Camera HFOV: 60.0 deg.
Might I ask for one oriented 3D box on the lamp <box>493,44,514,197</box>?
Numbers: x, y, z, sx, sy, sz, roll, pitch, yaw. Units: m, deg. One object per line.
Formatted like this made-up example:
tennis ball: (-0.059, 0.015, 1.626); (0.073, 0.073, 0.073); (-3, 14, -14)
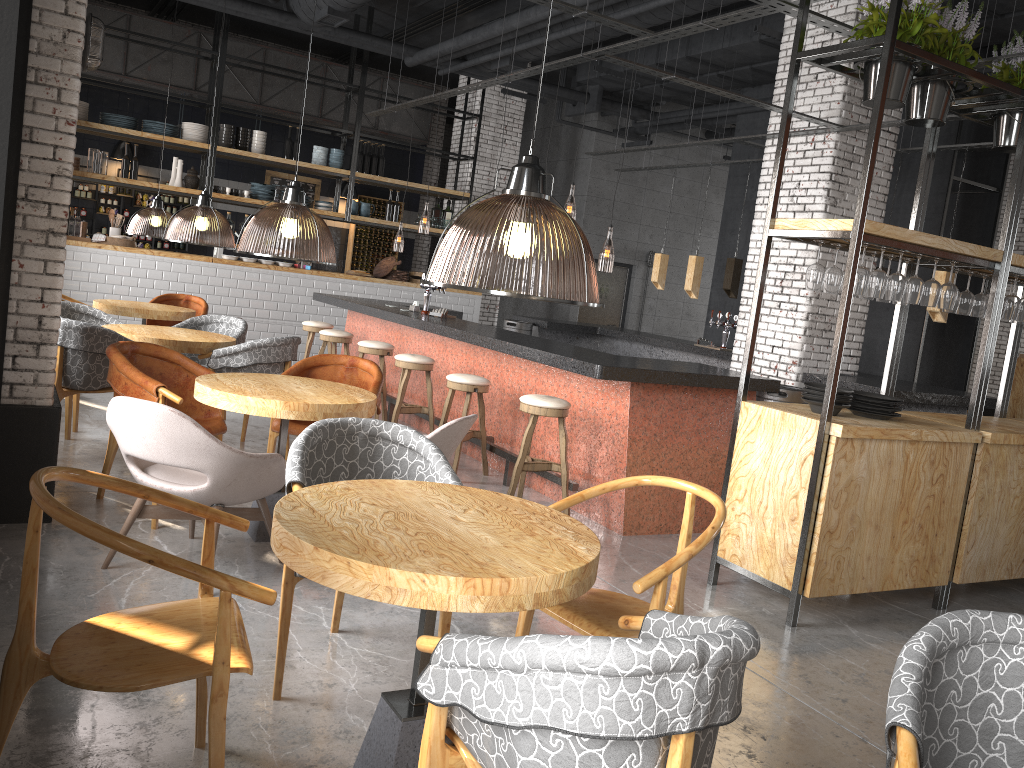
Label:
lamp: (-0.095, -2.028, 7.417); (0.108, 1.596, 0.108); (8, 5, 1)

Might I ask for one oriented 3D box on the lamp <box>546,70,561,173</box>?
lamp: (0.291, -1.771, 6.957); (0.108, 1.458, 0.108); (11, 6, 31)

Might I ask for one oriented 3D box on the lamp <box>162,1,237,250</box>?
lamp: (-2.172, -2.223, 6.513); (0.537, 2.401, 0.537); (9, 6, 11)

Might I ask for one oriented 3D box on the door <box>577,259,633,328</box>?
door: (1.515, -1.126, 15.634); (1.119, 2.099, 0.159); (4, 6, -30)

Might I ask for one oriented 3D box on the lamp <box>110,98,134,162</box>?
lamp: (-5.999, -3.957, 13.781); (0.390, 0.935, 0.391); (5, 6, -28)

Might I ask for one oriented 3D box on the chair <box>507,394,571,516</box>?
chair: (0.211, 0.483, 5.803); (0.439, 0.804, 0.481); (10, 6, 18)

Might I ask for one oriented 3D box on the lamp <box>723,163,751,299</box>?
lamp: (2.575, -1.742, 10.019); (0.127, 1.544, 0.127); (5, 6, -30)

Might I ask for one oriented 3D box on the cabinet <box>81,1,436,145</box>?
cabinet: (-4.109, -4.438, 14.110); (5.859, 1.765, 0.684); (4, 7, -30)

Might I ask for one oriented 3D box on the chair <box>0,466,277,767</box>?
chair: (-1.003, 0.689, 2.289); (0.643, 0.919, 0.614); (5, 6, -24)

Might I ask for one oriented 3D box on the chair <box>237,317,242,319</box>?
chair: (-3.030, -0.274, 8.523); (0.803, 0.849, 0.771); (10, 6, 19)

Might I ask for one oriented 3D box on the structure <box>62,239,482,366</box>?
structure: (-3.391, -0.992, 12.358); (5.796, 1.343, 1.515); (4, 7, -30)

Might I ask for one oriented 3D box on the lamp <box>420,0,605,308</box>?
lamp: (0.161, -1.440, 2.450); (0.537, 2.401, 0.537); (9, 6, 11)

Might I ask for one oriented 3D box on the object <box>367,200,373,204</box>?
object: (-2.546, -3.267, 15.899); (0.079, 0.079, 0.284); (4, 7, -30)

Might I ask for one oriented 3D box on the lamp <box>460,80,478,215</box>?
lamp: (-0.411, -1.973, 8.062); (0.109, 1.596, 0.108); (12, 7, 41)

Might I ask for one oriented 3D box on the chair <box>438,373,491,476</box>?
chair: (-0.406, 0.317, 6.785); (0.440, 0.804, 0.480); (12, 7, 38)

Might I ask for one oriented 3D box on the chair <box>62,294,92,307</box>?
chair: (-4.332, -0.467, 8.421); (0.643, 0.919, 0.614); (5, 6, -24)

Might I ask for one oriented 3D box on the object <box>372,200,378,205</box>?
object: (-2.475, -3.265, 15.964); (0.079, 0.079, 0.284); (4, 7, -30)

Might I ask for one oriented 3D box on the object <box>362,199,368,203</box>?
object: (-2.635, -3.275, 15.865); (0.079, 0.079, 0.284); (4, 7, -30)

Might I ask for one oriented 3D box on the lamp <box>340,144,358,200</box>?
lamp: (-2.846, -3.742, 15.595); (0.390, 0.935, 0.391); (5, 6, -28)

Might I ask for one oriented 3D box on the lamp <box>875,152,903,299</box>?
lamp: (3.546, -1.495, 8.338); (0.127, 1.392, 0.127); (5, 6, -30)

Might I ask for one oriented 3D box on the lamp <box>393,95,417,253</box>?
lamp: (-1.077, -2.153, 9.100); (0.108, 1.596, 0.108); (8, 5, 1)

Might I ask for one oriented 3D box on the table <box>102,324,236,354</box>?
table: (-2.578, 0.021, 6.595); (0.933, 0.808, 0.933); (9, 6, 17)

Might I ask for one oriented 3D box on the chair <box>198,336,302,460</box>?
chair: (-1.893, 0.075, 6.540); (0.644, 0.927, 0.682); (9, 6, 14)

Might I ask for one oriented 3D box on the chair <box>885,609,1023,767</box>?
chair: (1.089, 1.015, 1.867); (0.682, 0.927, 0.644); (10, 6, 19)

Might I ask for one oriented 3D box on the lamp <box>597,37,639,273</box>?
lamp: (0.734, -1.545, 5.946); (0.108, 1.596, 0.108); (8, 5, 1)

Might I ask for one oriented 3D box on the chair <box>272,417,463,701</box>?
chair: (-0.549, 0.628, 3.317); (0.681, 0.927, 0.645); (5, 6, -21)

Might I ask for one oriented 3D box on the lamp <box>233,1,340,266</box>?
lamp: (-1.005, -1.832, 4.482); (0.537, 2.401, 0.537); (9, 6, 11)

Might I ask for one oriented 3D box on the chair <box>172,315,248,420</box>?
chair: (-2.501, -0.100, 7.346); (0.681, 0.927, 0.644); (9, 6, 14)

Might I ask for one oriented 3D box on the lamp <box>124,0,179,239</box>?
lamp: (-3.313, -2.606, 8.501); (0.537, 2.401, 0.537); (9, 6, 11)

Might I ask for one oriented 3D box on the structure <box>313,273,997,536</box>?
structure: (0.909, -0.130, 9.018); (4.307, 1.530, 5.892); (4, 7, -30)

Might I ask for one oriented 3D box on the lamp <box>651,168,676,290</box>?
lamp: (1.934, -1.957, 11.135); (0.127, 1.544, 0.127); (5, 6, -30)

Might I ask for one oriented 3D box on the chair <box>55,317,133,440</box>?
chair: (-2.876, 0.016, 5.902); (0.681, 0.927, 0.644); (9, 6, 14)

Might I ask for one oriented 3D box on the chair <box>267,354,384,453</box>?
chair: (-1.111, 0.299, 5.510); (0.681, 0.927, 0.645); (8, 6, 7)

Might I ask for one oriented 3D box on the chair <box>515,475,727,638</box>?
chair: (0.402, 0.795, 3.011); (0.643, 0.919, 0.614); (3, 7, -38)

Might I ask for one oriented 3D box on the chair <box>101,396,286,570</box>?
chair: (-1.457, 0.455, 4.041); (0.771, 0.849, 0.803); (10, 6, 19)

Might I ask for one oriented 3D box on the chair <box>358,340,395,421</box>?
chair: (-1.346, -0.007, 8.238); (0.439, 0.804, 0.481); (8, 6, 8)

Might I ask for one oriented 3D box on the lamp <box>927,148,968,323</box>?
lamp: (3.857, -1.312, 7.787); (0.127, 1.544, 0.127); (5, 6, -30)

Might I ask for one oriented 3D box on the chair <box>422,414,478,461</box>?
chair: (-0.623, 0.511, 4.528); (0.803, 0.849, 0.771); (10, 6, 19)

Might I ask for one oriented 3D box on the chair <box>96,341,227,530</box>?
chair: (-1.963, 0.254, 4.902); (0.644, 0.927, 0.682); (9, 6, 12)

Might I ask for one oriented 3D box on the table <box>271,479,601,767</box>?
table: (-0.261, 0.794, 2.597); (0.933, 0.808, 0.933); (9, 6, 17)

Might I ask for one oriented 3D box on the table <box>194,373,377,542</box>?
table: (-1.237, 0.417, 4.731); (0.933, 0.808, 0.933); (9, 6, 17)

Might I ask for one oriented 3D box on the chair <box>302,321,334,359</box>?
chair: (-2.202, -0.289, 9.682); (0.481, 0.804, 0.439); (11, 6, 28)

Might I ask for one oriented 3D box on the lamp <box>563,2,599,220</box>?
lamp: (0.508, -1.928, 6.381); (0.108, 1.596, 0.108); (8, 5, 1)

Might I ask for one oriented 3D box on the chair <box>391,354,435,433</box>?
chair: (-0.897, 0.149, 7.406); (0.481, 0.804, 0.439); (11, 7, 33)

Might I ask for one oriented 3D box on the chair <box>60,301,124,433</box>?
chair: (-3.296, -0.144, 6.799); (0.644, 0.927, 0.682); (9, 6, 14)

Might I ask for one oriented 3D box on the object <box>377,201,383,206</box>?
object: (-2.384, -3.256, 15.994); (0.079, 0.079, 0.284); (4, 7, -30)

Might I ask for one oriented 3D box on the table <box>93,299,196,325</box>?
table: (-3.644, -0.369, 8.726); (0.933, 0.808, 0.933); (9, 6, 12)

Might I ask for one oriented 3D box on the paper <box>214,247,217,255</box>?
paper: (-3.896, -1.782, 11.663); (0.012, 0.163, 0.108); (5, 7, -30)

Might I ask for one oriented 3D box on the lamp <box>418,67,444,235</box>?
lamp: (-0.760, -2.251, 8.576); (0.108, 1.596, 0.108); (8, 5, 1)

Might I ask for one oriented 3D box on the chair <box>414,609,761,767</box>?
chair: (0.160, 0.888, 1.886); (0.680, 0.927, 0.645); (4, 7, -31)

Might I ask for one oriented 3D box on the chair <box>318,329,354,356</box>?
chair: (-1.764, -0.133, 8.839); (0.439, 0.804, 0.480); (11, 7, 33)

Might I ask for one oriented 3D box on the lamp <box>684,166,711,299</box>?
lamp: (2.251, -1.820, 10.580); (0.127, 1.604, 0.127); (5, 6, -30)

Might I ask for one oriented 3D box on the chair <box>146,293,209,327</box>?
chair: (-3.562, -0.488, 9.468); (0.681, 0.927, 0.645); (7, 6, -8)

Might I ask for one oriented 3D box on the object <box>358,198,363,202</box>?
object: (-2.699, -3.274, 15.787); (0.079, 0.079, 0.284); (4, 7, -30)
